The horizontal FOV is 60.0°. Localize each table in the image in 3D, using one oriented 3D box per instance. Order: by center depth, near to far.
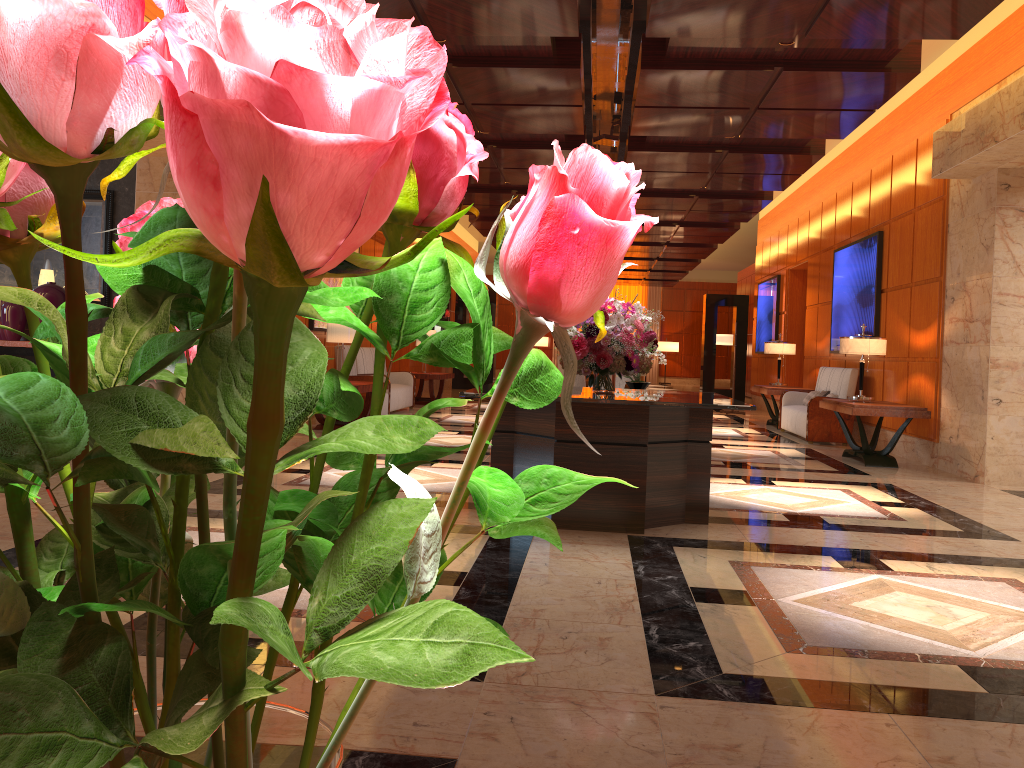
[{"bbox_3d":[0.565,0.426,5.578,1.600,0.745,1.601,3,2,5],"label":"table"},{"bbox_3d":[3.653,0.495,9.038,0.725,0.606,1.271,3,2,6],"label":"table"},{"bbox_3d":[-1.945,0.250,10.190,0.725,0.534,1.168,3,2,8],"label":"table"},{"bbox_3d":[4.051,0.351,13.241,0.725,0.606,1.271,3,2,6],"label":"table"},{"bbox_3d":[-1.472,0.079,15.179,0.725,0.534,1.168,3,2,8],"label":"table"}]

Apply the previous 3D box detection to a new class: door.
[{"bbox_3d":[5.000,-0.702,15.046,0.340,2.651,1.538,2,0,5],"label":"door"},{"bbox_3d":[-2.307,-1.034,15.720,0.340,2.651,1.500,2,0,5],"label":"door"}]

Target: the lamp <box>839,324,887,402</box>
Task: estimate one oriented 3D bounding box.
[{"bbox_3d":[3.626,-0.220,9.180,0.459,0.810,0.458,3,0,15],"label":"lamp"}]

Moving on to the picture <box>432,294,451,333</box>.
[{"bbox_3d":[-1.602,-1.710,20.262,0.056,1.452,1.997,2,1,5],"label":"picture"}]

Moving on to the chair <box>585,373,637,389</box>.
[{"bbox_3d":[1.440,0.075,12.747,0.738,0.961,0.628,3,1,24],"label":"chair"}]

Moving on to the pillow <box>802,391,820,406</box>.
[{"bbox_3d":[4.048,0.196,11.982,0.195,0.227,0.344,3,1,10],"label":"pillow"}]

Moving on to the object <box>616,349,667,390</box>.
[{"bbox_3d":[1.604,-0.178,11.352,0.788,0.617,0.418,2,1,-17],"label":"object"}]

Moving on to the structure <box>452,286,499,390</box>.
[{"bbox_3d":[-0.881,-1.117,21.464,0.985,2.498,0.500,2,0,5],"label":"structure"}]

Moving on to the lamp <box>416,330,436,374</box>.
[{"bbox_3d":[2.178,-0.201,9.881,0.335,0.734,13.013,2,2,-35],"label":"lamp"}]

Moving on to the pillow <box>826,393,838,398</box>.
[{"bbox_3d":[3.958,0.232,11.104,0.202,0.230,0.273,3,1,8],"label":"pillow"}]

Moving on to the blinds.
[{"bbox_3d":[3.442,-2.142,32.335,3.853,4.065,0.149,2,0,5],"label":"blinds"}]

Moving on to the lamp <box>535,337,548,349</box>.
[{"bbox_3d":[0.877,-1.025,31.937,0.810,1.661,0.811,2,0,-45],"label":"lamp"}]

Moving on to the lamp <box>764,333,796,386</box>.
[{"bbox_3d":[4.018,-0.369,13.316,0.458,0.794,0.459,2,1,-33],"label":"lamp"}]

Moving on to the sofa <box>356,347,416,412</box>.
[{"bbox_3d":[-1.887,-0.062,13.001,0.613,0.932,1.799,2,2,6],"label":"sofa"}]

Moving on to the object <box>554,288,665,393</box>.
[{"bbox_3d":[0.594,-0.276,5.598,0.649,0.658,0.680,2,1,-3],"label":"object"}]

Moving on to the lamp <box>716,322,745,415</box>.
[{"bbox_3d":[3.947,-0.289,16.052,0.526,1.661,0.360,2,0,-5],"label":"lamp"}]

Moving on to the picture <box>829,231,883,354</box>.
[{"bbox_3d":[4.435,-1.122,11.488,0.056,1.452,1.997,2,1,5],"label":"picture"}]

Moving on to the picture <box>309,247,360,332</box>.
[{"bbox_3d":[-2.380,-1.428,12.037,0.056,1.452,1.997,2,1,5],"label":"picture"}]

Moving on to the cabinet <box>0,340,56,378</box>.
[{"bbox_3d":[-5.402,-0.033,9.507,2.190,0.868,0.784,3,1,5],"label":"cabinet"}]

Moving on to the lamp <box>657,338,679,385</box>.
[{"bbox_3d":[5.497,-0.815,31.498,0.810,1.661,0.811,2,0,-45],"label":"lamp"}]

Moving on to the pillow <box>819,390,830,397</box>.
[{"bbox_3d":[4.035,0.204,11.547,0.160,0.253,0.358,2,1,2],"label":"pillow"}]

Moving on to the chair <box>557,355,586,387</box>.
[{"bbox_3d":[0.862,0.163,9.806,0.628,0.961,0.738,2,1,-16],"label":"chair"}]

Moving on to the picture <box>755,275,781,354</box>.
[{"bbox_3d":[4.987,-1.322,17.322,0.056,1.452,1.997,2,1,5],"label":"picture"}]

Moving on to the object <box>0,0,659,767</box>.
[{"bbox_3d":[-0.123,0.136,0.352,0.351,0.596,0.326,3,0,25],"label":"object"}]

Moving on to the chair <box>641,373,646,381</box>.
[{"bbox_3d":[3.819,-0.328,26.970,0.584,0.894,0.577,2,1,-42],"label":"chair"}]

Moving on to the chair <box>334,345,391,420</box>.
[{"bbox_3d":[-1.926,-0.014,11.381,0.628,0.961,0.738,2,1,4],"label":"chair"}]

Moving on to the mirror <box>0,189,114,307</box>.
[{"bbox_3d":[-5.307,-1.512,9.875,1.767,1.338,0.029,3,0,5],"label":"mirror"}]

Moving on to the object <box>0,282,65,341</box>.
[{"bbox_3d":[-5.269,-0.793,9.624,0.862,0.652,0.520,3,1,5],"label":"object"}]

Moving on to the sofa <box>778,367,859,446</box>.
[{"bbox_3d":[3.963,0.239,11.533,0.613,0.932,1.799,2,2,6],"label":"sofa"}]
